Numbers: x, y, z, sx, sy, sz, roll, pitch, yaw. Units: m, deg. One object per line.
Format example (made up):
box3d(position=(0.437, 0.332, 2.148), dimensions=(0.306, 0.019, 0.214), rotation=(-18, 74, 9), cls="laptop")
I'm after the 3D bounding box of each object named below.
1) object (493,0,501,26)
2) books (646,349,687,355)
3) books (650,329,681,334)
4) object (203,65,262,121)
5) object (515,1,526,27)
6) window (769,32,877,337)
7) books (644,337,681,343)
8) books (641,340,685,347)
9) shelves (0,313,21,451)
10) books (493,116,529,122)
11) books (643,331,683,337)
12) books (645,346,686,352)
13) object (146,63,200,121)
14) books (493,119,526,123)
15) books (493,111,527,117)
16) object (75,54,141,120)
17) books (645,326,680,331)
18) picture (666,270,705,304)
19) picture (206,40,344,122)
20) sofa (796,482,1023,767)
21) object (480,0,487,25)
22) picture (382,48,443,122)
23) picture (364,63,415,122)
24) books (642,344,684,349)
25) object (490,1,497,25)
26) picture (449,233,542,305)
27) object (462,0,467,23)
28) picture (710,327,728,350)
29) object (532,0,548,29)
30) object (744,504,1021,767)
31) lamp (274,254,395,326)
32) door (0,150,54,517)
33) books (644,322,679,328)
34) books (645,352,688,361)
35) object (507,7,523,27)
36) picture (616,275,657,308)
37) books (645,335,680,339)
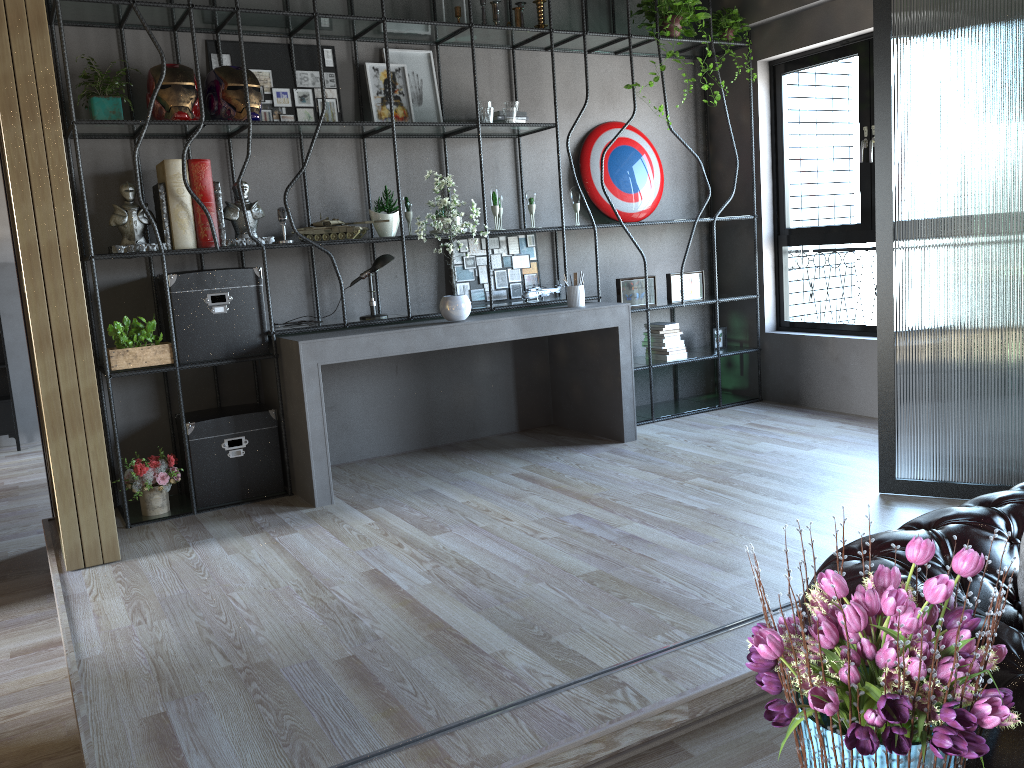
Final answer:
box3d(position=(-0.089, -2.309, 5.495), dimensions=(0.100, 0.243, 0.100), rotation=(-7, 9, -20), cls="object")
box3d(position=(1.115, -0.240, 6.431), dimensions=(0.175, 0.023, 0.249), rotation=(-10, 11, -33), cls="books")
box3d(position=(1.094, -0.387, 6.404), dimensions=(0.162, 0.023, 0.232), rotation=(-6, 9, -14), cls="books")
box3d(position=(-1.497, -1.564, 4.815), dimensions=(0.280, 0.327, 0.399), rotation=(-11, 11, -39), cls="object")
box3d(position=(0.063, -2.349, 5.720), dimensions=(0.084, 0.232, 0.084), rotation=(3, 11, 41), cls="object")
box3d(position=(2.365, -1.284, 5.832), dimensions=(0.108, 1.957, 1.697), rotation=(-9, 10, -29), cls="window")
box3d(position=(1.086, -0.325, 6.424), dimensions=(0.159, 0.021, 0.224), rotation=(-9, 10, -29), cls="books")
box3d(position=(1.092, -0.301, 6.422), dimensions=(0.194, 0.028, 0.246), rotation=(-10, 11, -34), cls="books")
box3d(position=(-4.887, -0.188, 7.667), dimensions=(0.912, 1.674, 0.354), rotation=(-9, 9, -29), cls="shelves")
box3d(position=(-0.040, -1.724, 5.794), dimensions=(0.243, 0.024, 0.175), rotation=(-10, 11, -33), cls="books")
box3d(position=(1.091, -0.367, 6.414), dimensions=(0.175, 0.019, 0.244), rotation=(-9, 10, -29), cls="books")
box3d(position=(1.113, -0.262, 6.428), dimensions=(0.175, 0.023, 0.250), rotation=(-9, 10, -28), cls="books")
box3d(position=(-1.773, -1.521, 4.661), dimensions=(0.280, 0.327, 0.400), rotation=(-8, 9, -24), cls="object")
box3d(position=(-0.049, -1.699, 5.790), dimensions=(0.227, 0.024, 0.167), rotation=(3, 11, 39), cls="books")
box3d(position=(-0.047, -1.748, 5.780), dimensions=(0.225, 0.029, 0.179), rotation=(-11, 11, -37), cls="books")
box3d(position=(-2.077, -1.477, 4.507), dimensions=(0.295, 0.339, 0.325), rotation=(-1, 9, 17), cls="object")
box3d(position=(1.085, -0.408, 6.413), dimensions=(0.155, 0.020, 0.205), rotation=(-9, 10, -29), cls="books")
box3d(position=(1.246, -0.697, 6.360), dimensions=(0.313, 0.211, 0.048), rotation=(-9, 9, -29), cls="picture")
box3d(position=(-1.366, -1.735, 5.178), dimensions=(0.750, 0.502, 0.058), rotation=(-9, 9, -29), cls="picture")
box3d(position=(1.834, 0.646, 2.015), dimensions=(2.568, 0.836, 1.241), rotation=(-9, 10, -30), cls="sofa")
box3d(position=(-0.176, -2.303, 5.530), dimensions=(0.084, 0.232, 0.084), rotation=(-4, 8, -2), cls="object")
box3d(position=(-0.619, -1.838, 5.564), dimensions=(0.332, 0.513, 0.119), rotation=(-9, 9, -29), cls="picture")
box3d(position=(-0.748, -1.760, 5.448), dimensions=(0.268, 0.413, 0.101), rotation=(-9, 9, -29), cls="picture")
box3d(position=(1.094, -0.280, 6.427), dimensions=(0.193, 0.014, 0.255), rotation=(-8, 10, -26), cls="books")
box3d(position=(-0.105, -2.328, 5.681), dimensions=(0.080, 0.225, 0.080), rotation=(1, 10, 33), cls="object")
box3d(position=(-0.099, -0.776, 5.967), dimensions=(0.666, 0.446, 0.051), rotation=(-9, 9, -29), cls="picture")
box3d(position=(-0.301, -2.380, 5.574), dimensions=(0.128, 0.390, 0.128), rotation=(-1, 9, 20), cls="object")
box3d(position=(1.570, -0.345, 6.726), dimensions=(0.137, 0.165, 0.032), rotation=(-9, 9, -29), cls="picture")
box3d(position=(0.182, -2.350, 5.675), dimensions=(0.130, 0.232, 0.130), rotation=(2, 10, 38), cls="object")
box3d(position=(0.497, 0.435, 1.220), dimensions=(0.349, 0.483, 0.353), rotation=(-4, 8, 1), cls="object")
box3d(position=(-1.047, -0.559, 5.244), dimensions=(0.740, 0.370, 0.205), rotation=(-5, 8, -5), cls="lamp")
box3d(position=(-3.305, -0.318, 4.958), dimensions=(1.151, 2.539, 1.130), rotation=(-9, 9, -29), cls="door")
box3d(position=(1.079, -0.428, 6.401), dimensions=(0.159, 0.024, 0.201), rotation=(-11, 11, -39), cls="books")
box3d(position=(1.117, -0.207, 6.433), dimensions=(0.193, 0.043, 0.248), rotation=(-9, 10, -29), cls="books")
box3d(position=(0.038, -2.285, 5.582), dimensions=(0.189, 0.152, 0.190), rotation=(-5, 9, -6), cls="object")
box3d(position=(0.864, -0.635, 6.146), dimensions=(0.313, 0.211, 0.049), rotation=(-9, 9, -29), cls="picture")
box3d(position=(1.090, -0.347, 6.422), dimensions=(0.155, 0.022, 0.205), rotation=(-10, 11, -34), cls="books")
